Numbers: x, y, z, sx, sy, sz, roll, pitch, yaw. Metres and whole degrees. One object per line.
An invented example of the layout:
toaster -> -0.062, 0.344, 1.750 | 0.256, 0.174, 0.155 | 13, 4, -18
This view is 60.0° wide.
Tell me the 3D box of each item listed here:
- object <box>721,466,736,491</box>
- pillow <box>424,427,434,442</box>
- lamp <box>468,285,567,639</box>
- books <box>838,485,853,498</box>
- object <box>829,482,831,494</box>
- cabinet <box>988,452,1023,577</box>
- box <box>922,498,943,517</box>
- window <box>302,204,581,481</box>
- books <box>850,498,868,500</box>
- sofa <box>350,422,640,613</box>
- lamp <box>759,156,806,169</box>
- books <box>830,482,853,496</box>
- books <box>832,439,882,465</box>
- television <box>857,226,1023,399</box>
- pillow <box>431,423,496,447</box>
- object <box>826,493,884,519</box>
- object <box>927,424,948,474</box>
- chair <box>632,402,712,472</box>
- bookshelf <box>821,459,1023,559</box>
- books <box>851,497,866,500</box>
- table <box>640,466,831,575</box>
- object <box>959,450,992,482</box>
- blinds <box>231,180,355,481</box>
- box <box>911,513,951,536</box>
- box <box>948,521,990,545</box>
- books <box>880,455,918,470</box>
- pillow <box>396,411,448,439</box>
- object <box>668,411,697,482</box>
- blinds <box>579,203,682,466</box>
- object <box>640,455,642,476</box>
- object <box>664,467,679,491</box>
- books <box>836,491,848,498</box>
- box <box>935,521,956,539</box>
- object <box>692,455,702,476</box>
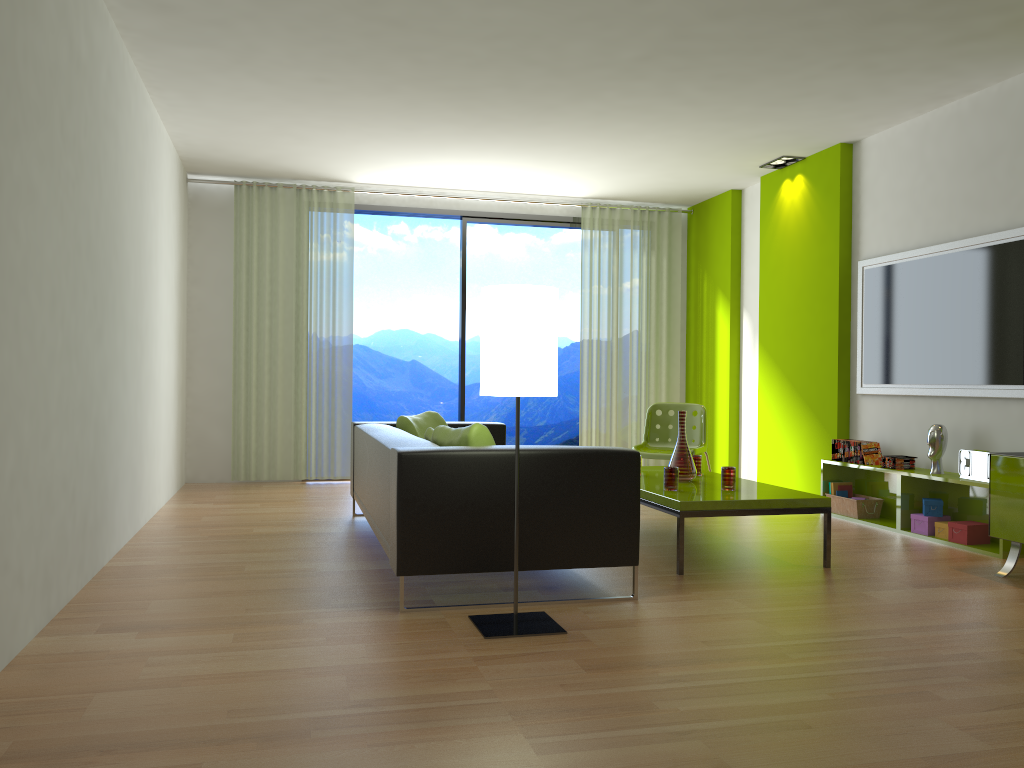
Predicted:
object -> 1.134, 0.496, 4.646 | 0.075, 0.122, 0.076 | 1, 0, 41
pillow -> -0.305, 0.379, 4.359 | 0.164, 0.317, 0.380 | 1, 0, -31
lamp -> 0.022, 0.271, 3.272 | 0.302, 1.244, 0.295 | 1, 0, -14
books -> 2.308, 0.792, 6.131 | 0.105, 0.182, 0.031 | 1, 0, -14
object -> 2.286, 0.783, 6.174 | 0.158, 0.200, 0.040 | 1, 0, -14
cabinet -> 2.958, 0.640, 2.734 | 0.547, 0.593, 3.384 | 1, 0, -14
box -> 2.511, 0.737, 5.296 | 0.102, 0.093, 0.138 | 1, 0, 21
window -> -0.257, -0.352, 8.355 | 3.336, 2.498, 0.219 | 1, 0, -14
books -> 2.341, 0.791, 5.958 | 0.143, 0.025, 0.182 | 1, 0, -14
sofa -> -0.247, 0.571, 4.785 | 1.061, 0.639, 2.583 | 1, 0, -14
lamp -> 2.104, -1.784, 6.910 | 0.192, 0.131, 0.352 | 1, 0, -14
books -> 2.292, 0.782, 6.150 | 0.158, 0.202, 0.051 | 1, 0, -14
books -> 2.339, 0.460, 6.002 | 0.147, 0.150, 0.370 | 1, 0, -14
television -> 2.633, -0.394, 5.506 | 0.028, 0.941, 1.537 | 1, 0, -14
pillow -> -0.196, 0.366, 3.981 | 0.210, 0.403, 0.457 | 1, 0, -28
object -> 2.321, 0.827, 6.021 | 0.213, 0.129, 0.367 | 1, 0, -14
object -> 2.546, 0.393, 5.303 | 0.107, 0.305, 0.107 | 1, 0, 42
chair -> 1.144, 0.519, 6.446 | 0.640, 0.759, 0.546 | 1, 0, 24
bookshelf -> 2.514, 0.724, 5.465 | 0.306, 0.378, 1.630 | 1, 0, -14
books -> 2.335, 0.774, 5.975 | 0.087, 0.008, 0.110 | 1, 0, 26
table -> 0.971, 0.726, 5.079 | 0.810, 0.349, 1.682 | 1, 0, -14
object -> 2.610, 0.457, 4.933 | 0.047, 0.176, 0.340 | 1, 0, -9
blinds -> -1.896, -0.451, 7.706 | 1.012, 2.568, 0.067 | 1, 0, -14
box -> 2.502, 0.841, 5.302 | 0.202, 0.116, 0.135 | 1, 0, -19
box -> 2.579, 0.842, 5.002 | 0.202, 0.116, 0.135 | 1, 0, -19
books -> 2.440, 0.496, 5.606 | 0.164, 0.078, 0.172 | 1, 0, -16
pillow -> -0.550, 0.355, 5.605 | 0.269, 0.362, 0.399 | 1, 0, 34
object -> 0.964, 0.353, 5.030 | 0.168, 0.400, 0.168 | 1, 0, -29
blinds -> 1.127, -0.420, 8.476 | 1.012, 2.568, 0.067 | 1, 0, -14
object -> 0.741, 0.491, 5.336 | 0.076, 0.122, 0.075 | 1, 0, 20
object -> 0.827, 0.493, 4.607 | 0.076, 0.122, 0.075 | 1, 0, 20
books -> 2.276, 0.809, 6.109 | 0.086, 0.148, 0.025 | 1, 0, -14
box -> 2.553, 0.853, 5.158 | 0.169, 0.093, 0.102 | 1, 0, -19
object -> 1.113, 0.495, 5.373 | 0.076, 0.122, 0.075 | 1, 0, 20
